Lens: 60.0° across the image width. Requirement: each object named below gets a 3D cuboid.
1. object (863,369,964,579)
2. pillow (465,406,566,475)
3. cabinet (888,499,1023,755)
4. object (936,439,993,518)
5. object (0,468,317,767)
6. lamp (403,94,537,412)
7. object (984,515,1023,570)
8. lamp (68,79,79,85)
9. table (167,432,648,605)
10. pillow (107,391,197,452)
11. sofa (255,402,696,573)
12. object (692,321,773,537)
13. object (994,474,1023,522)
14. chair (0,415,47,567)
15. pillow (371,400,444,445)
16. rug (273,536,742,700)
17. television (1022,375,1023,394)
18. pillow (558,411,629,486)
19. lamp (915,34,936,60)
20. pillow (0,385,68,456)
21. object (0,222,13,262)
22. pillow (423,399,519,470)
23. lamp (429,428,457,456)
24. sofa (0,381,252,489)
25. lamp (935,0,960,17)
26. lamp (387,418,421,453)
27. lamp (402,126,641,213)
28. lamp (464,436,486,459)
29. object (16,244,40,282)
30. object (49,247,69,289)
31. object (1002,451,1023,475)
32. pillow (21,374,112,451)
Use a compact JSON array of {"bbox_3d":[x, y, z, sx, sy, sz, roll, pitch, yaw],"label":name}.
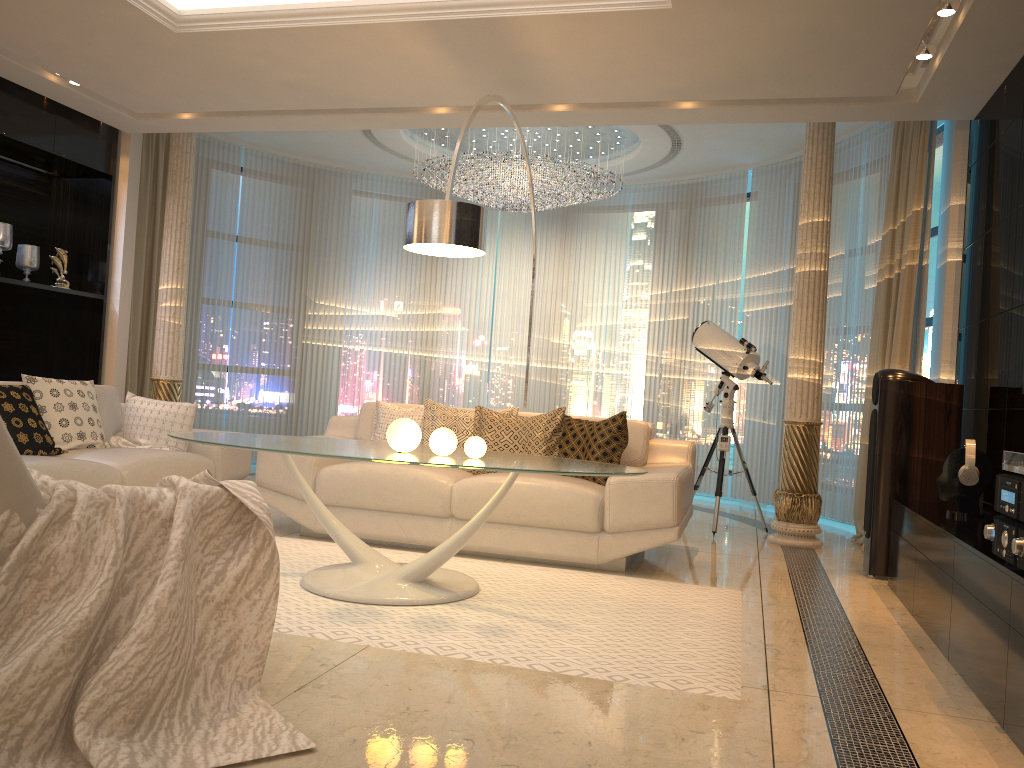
[{"bbox_3d":[2.175,0.488,4.786,0.468,1.127,0.285,4,-1,15],"label":"object"},{"bbox_3d":[0.033,0.329,5.065,0.575,0.436,0.301,3,-1,21],"label":"pillow"},{"bbox_3d":[1.776,0.783,3.124,0.416,0.444,2.842,4,-1,15],"label":"cabinet"},{"bbox_3d":[2.038,0.419,3.965,0.197,0.343,0.197,4,-1,-20],"label":"object"},{"bbox_3d":[-1.170,0.506,2.323,0.972,0.580,1.347,4,-1,-38],"label":"object"},{"bbox_3d":[-0.130,-0.357,5.001,0.393,2.519,2.009,4,-1,15],"label":"lamp"},{"bbox_3d":[1.623,0.478,2.540,0.419,0.130,0.446,4,-1,15],"label":"object"},{"bbox_3d":[-2.781,-1.976,5.660,0.107,0.127,0.107,4,-1,-4],"label":"lamp"},{"bbox_3d":[-0.512,0.565,3.776,2.140,0.565,0.999,4,-1,14],"label":"table"},{"bbox_3d":[-2.034,0.212,4.972,0.521,0.325,0.281,3,-1,25],"label":"pillow"},{"bbox_3d":[-0.161,0.527,5.099,2.328,0.754,1.145,4,-1,15],"label":"sofa"},{"bbox_3d":[1.464,0.286,6.098,0.616,1.471,0.570,3,-1,21],"label":"object"},{"bbox_3d":[1.638,0.348,2.540,0.407,0.130,0.446,4,-1,15],"label":"object"},{"bbox_3d":[-1.370,0.295,2.327,1.027,0.991,0.983,4,-1,14],"label":"chair"},{"bbox_3d":[-0.648,0.295,5.293,0.463,0.380,0.222,3,-1,19],"label":"pillow"},{"bbox_3d":[-0.510,0.860,3.756,2.900,0.020,1.661,4,-1,15],"label":"rug"},{"bbox_3d":[2.049,-0.395,3.116,0.055,0.839,1.358,4,-1,15],"label":"television"},{"bbox_3d":[0.414,0.352,4.937,0.301,0.436,0.575,4,-1,-44],"label":"pillow"},{"bbox_3d":[2.064,-1.690,4.434,0.107,0.127,0.107,4,-1,-4],"label":"lamp"},{"bbox_3d":[-2.429,0.164,4.305,0.323,0.355,0.524,4,-1,16],"label":"pillow"},{"bbox_3d":[-3.596,-0.909,6.207,0.156,0.426,0.156,3,-1,20],"label":"object"},{"bbox_3d":[-0.256,0.318,5.218,0.587,0.429,0.288,4,-1,-10],"label":"pillow"},{"bbox_3d":[-0.281,0.237,3.631,0.115,0.115,0.115,3,-1,40],"label":"lamp"},{"bbox_3d":[-2.382,0.374,4.350,1.145,0.754,2.328,4,-1,15],"label":"sofa"},{"bbox_3d":[1.933,-1.704,3.942,0.107,0.127,0.107,4,-1,-4],"label":"lamp"},{"bbox_3d":[-0.448,0.213,3.676,0.143,0.143,0.143,4,-1,-1],"label":"lamp"},{"bbox_3d":[0.060,-1.861,7.785,2.109,0.685,2.109,4,-1,-30],"label":"lamp"},{"bbox_3d":[-0.149,0.257,3.596,0.090,0.091,0.090,4,-1,-25],"label":"lamp"},{"bbox_3d":[-3.527,-0.847,6.454,0.147,0.317,0.147,3,-1,17],"label":"object"},{"bbox_3d":[-3.277,-0.833,6.431,0.116,0.293,0.182,4,-1,12],"label":"object"},{"bbox_3d":[1.664,0.250,2.534,0.371,0.070,0.441,4,-1,15],"label":"object"},{"bbox_3d":[-2.353,0.160,4.759,0.255,0.399,0.526,4,-1,15],"label":"pillow"}]
